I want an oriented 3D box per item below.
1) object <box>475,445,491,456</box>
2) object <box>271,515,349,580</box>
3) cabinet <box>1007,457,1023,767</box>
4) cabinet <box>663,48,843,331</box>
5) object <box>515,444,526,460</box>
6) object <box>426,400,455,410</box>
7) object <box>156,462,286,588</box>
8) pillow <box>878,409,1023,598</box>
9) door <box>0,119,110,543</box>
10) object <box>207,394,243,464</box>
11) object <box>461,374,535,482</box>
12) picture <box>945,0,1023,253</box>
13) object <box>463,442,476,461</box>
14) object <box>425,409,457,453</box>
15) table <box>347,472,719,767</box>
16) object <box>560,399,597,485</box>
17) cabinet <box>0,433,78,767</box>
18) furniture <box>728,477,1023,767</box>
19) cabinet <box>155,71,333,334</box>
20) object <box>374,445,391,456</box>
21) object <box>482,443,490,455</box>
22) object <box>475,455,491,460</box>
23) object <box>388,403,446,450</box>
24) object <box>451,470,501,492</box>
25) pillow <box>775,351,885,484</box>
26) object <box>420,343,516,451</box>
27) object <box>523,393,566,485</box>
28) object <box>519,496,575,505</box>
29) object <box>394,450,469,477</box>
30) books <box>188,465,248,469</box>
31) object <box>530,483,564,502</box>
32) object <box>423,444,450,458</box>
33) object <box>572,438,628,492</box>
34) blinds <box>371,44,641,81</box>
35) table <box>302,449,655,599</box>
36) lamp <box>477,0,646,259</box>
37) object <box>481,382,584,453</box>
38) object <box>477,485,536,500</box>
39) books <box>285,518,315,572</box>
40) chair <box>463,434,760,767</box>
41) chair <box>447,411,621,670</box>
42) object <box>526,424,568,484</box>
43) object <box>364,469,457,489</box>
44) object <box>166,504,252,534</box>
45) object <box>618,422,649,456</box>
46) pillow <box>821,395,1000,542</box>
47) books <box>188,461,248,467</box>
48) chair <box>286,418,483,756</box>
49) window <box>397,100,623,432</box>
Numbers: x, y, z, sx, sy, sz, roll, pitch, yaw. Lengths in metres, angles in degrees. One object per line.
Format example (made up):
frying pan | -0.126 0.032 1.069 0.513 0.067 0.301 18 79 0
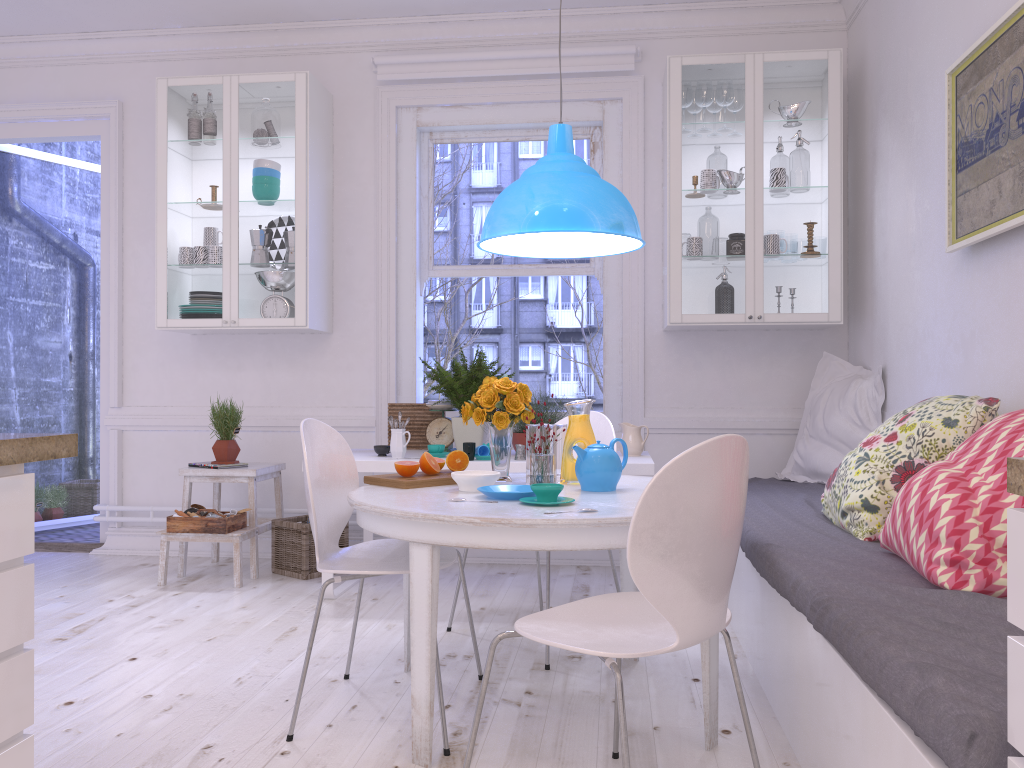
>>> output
object | -0.129 0.294 3.876 0.069 0.058 0.080 0 0 -21
object | -1.022 0.818 4.491 0.276 0.270 0.276 0 0 40
cabinet | 0.904 0.513 0.591 0.654 0.842 1.036 0 0 7
cabinet | 1.181 -0.938 4.427 0.823 1.311 0.425 0 0 7
object | 0.044 0.297 3.860 0.066 0.067 0.052 0 0 7
object | -0.347 0.104 4.411 0.163 0.047 0.164 0 0 -34
object | -1.435 0.685 4.449 0.418 0.534 0.599 0 0 7
pillow | 1.189 0.258 2.127 0.491 0.424 0.587 0 0 9
door | -2.720 -0.281 5.649 1.009 2.474 1.021 0 0 7
object | -1.436 0.216 4.473 0.186 0.367 0.196 0 0 -39
object | -0.038 0.141 2.875 0.234 0.351 0.235 0 0 -28
picture | 1.446 -0.767 2.571 0.020 0.629 0.971 0 0 7
object | -0.188 0.292 3.822 0.055 0.077 0.070 0 0 32
object | -0.344 0.230 4.399 0.159 0.208 0.185 0 0 7
table | 0.093 0.629 2.617 1.140 0.629 1.140 0 0 35
object | 0.214 0.182 2.812 0.094 0.267 0.116 0 0 33
cabinet | -1.247 0.516 1.204 0.654 0.842 1.167 0 0 7
furniture | 1.118 0.691 2.789 0.769 0.508 3.296 0 0 7
cabinet | -1.421 -0.937 4.727 0.823 1.311 0.425 0 0 7
object | -0.595 0.308 4.074 0.079 0.048 0.082 0 0 -34
object | -0.092 0.288 3.884 0.069 0.059 0.082 0 0 -16
object | -0.114 0.320 3.877 0.121 0.021 0.121 0 0 -43
object | -0.486 0.217 4.523 0.294 0.237 0.028 0 0 7
object | -0.107 0.289 2.629 0.147 0.052 0.147 0 0 -41
pillow | 1.545 0.159 4.216 0.374 0.642 0.677 0 0 -23
object | -0.213 0.069 4.269 0.438 0.527 0.368 0 0 7
object | 0.095 0.171 2.631 0.128 0.287 0.128 0 0 8
object | 0.092 0.308 2.326 0.147 0.011 0.147 0 0 9
object | -0.275 0.255 2.877 0.129 0.075 0.285 0 0 43
books | -1.486 0.413 4.488 0.246 0.011 0.180 0 0 37
object | 0.092 0.287 2.326 0.088 0.043 0.088 0 0 14
object | -0.342 0.303 4.013 0.121 0.055 0.121 0 0 -43
object | 0.264 0.239 2.639 0.156 0.151 0.150 0 0 10
blinds | -0.043 -1.702 4.724 1.451 0.131 0.136 0 0 7
table | -0.118 0.642 4.131 1.514 0.619 0.736 0 0 7
lamp | 0.165 -1.438 3.002 0.568 1.948 0.568 0 0 41
object | 0.131 0.166 4.132 0.668 0.367 0.531 0 0 31
object | 0.001 0.302 2.465 0.196 0.023 0.196 0 0 -6
books | -1.013 0.785 4.501 0.221 0.306 0.205 0 0 40
chair | 0.241 0.519 1.864 0.483 0.845 0.604 0 0 42
chair | 0.121 0.526 3.315 0.483 0.845 0.604 0 0 -38
object | 0.112 0.223 2.849 0.101 0.186 0.122 0 0 37
object | -0.269 0.304 2.851 0.347 0.024 0.224 0 0 -43
object | -1.443 0.644 4.242 0.358 0.110 0.211 0 0 9
object | 0.559 0.256 4.113 0.127 0.152 0.115 0 0 -11
pillow | 1.271 0.258 2.806 0.509 0.447 0.592 0 0 12
books | -1.486 0.404 4.488 0.246 0.007 0.180 0 0 37
chair | -0.363 0.522 2.573 0.483 0.845 0.604 0 0 7
window | -0.010 -0.632 4.904 1.234 1.782 0.181 0 0 7
